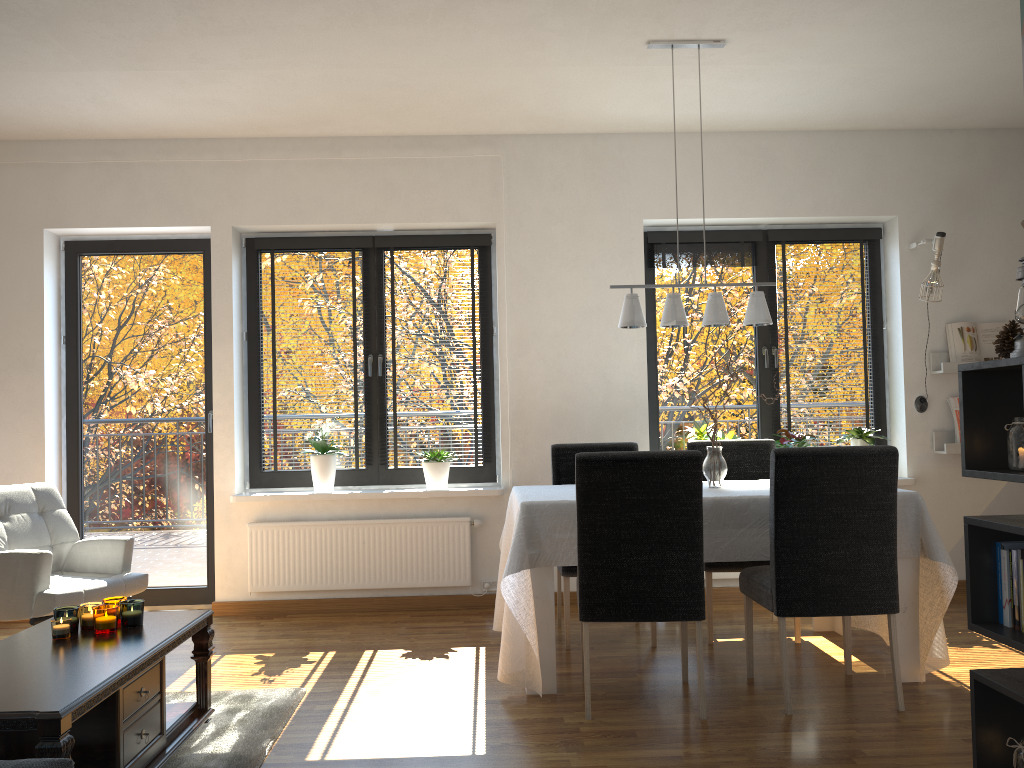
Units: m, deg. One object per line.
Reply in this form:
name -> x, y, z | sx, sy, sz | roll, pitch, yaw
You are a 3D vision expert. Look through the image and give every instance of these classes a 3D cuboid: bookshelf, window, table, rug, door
bookshelf -> 1.331, 0.518, 1.741 | 0.237, 1.200, 1.190 | -1, -2, -2
window -> -0.518, 2.564, 17.118 | 12.975, 18.362, 21.836 | -2, -2, 28
table -> -1.345, 1.004, 2.638 | 0.570, 0.409, 1.180 | -1, -3, -2
window -> 1.562, -0.199, 5.497 | 1.561, 1.587, 0.120 | -1, -2, -2
rug -> -1.329, 1.213, 2.719 | 1.052, 0.034, 1.814 | -1, -3, -3
door -> -2.229, 0.225, 5.364 | 0.976, 2.274, 0.120 | -1, -2, -2
table -> 0.833, 0.850, 3.987 | 1.856, 0.762, 1.236 | -1, -2, -1

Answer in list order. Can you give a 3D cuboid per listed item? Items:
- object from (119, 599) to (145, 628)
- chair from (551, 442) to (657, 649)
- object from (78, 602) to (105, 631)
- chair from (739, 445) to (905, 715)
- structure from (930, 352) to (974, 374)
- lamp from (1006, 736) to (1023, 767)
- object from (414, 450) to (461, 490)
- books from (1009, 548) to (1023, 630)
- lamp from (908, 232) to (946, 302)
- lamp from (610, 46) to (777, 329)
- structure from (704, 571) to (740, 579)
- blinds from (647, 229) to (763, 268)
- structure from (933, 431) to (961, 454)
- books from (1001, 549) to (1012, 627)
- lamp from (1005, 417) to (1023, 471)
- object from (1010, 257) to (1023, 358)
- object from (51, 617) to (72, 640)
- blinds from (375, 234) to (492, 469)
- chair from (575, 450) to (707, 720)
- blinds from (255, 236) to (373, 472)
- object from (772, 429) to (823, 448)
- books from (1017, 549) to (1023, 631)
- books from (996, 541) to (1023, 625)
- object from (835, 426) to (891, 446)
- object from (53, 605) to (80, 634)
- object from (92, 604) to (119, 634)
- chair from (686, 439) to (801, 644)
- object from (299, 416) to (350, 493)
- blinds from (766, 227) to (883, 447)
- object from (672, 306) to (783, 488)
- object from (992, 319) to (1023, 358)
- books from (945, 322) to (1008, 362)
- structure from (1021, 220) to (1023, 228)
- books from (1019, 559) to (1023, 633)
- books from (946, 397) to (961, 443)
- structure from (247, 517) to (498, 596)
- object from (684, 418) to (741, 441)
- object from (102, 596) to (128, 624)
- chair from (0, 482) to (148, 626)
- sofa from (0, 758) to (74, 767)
object -> -1.280, 0.773, 2.985 | 0.079, 0.081, 0.079 | -1, -2, -7
chair -> 0.452, 0.780, 4.433 | 0.461, 0.960, 0.545 | -1, -2, -2
object -> -1.401, 0.774, 2.955 | 0.079, 0.081, 0.079 | -1, -2, -7
chair -> 1.187, 0.719, 3.472 | 0.461, 0.960, 0.545 | -1, -2, -2
structure -> 2.804, -0.133, 5.251 | 0.594, 0.129, 0.147 | -1, -2, -2
lamp -> 1.302, 0.952, 2.207 | 0.106, 0.131, 0.098 | -2, -2, 12
object -> -0.444, 0.504, 5.251 | 0.267, 0.237, 0.284 | 0, -2, -20
books -> 1.328, 0.518, 2.244 | 0.123, 0.200, 0.032 | -1, -2, -2
lamp -> 2.445, -0.669, 5.192 | 0.131, 0.395, 0.312 | -1, -2, 3
lamp -> 0.812, -0.903, 4.036 | 0.760, 1.284, 0.131 | -1, -2, -2
structure -> 1.501, 0.965, 5.207 | 1.457, 0.459, 0.078 | -1, -2, -1
blinds -> 1.188, -0.832, 5.468 | 0.710, 0.229, 0.049 | -1, -2, -2
structure -> 2.815, 0.340, 5.237 | 0.594, 0.129, 0.147 | -1, -2, -2
books -> 1.325, 0.522, 2.273 | 0.126, 0.194, 0.025 | -1, -2, -2
lamp -> 1.286, 0.148, 2.205 | 0.098, 0.131, 0.106 | -2, -2, 11
object -> 1.294, -0.255, 2.153 | 0.163, 0.383, 0.154 | -2, -2, 14
object -> -1.436, 0.779, 2.825 | 0.060, 0.061, 0.060 | -1, -2, 3
blinds -> -0.464, -0.201, 5.395 | 0.710, 1.422, 0.049 | -1, -2, -2
chair -> 0.483, 0.734, 3.449 | 0.461, 0.960, 0.545 | -1, -2, 3
blinds -> -1.186, -0.185, 5.372 | 0.710, 1.422, 0.049 | -1, -2, -2
object -> 1.683, 0.420, 5.255 | 0.380, 0.308, 0.371 | 0, -3, -27
books -> 1.330, 0.515, 2.221 | 0.115, 0.203, 0.014 | -1, -2, -2
books -> 1.328, 0.515, 2.302 | 0.127, 0.209, 0.029 | -1, -2, -2
object -> 2.079, 0.410, 5.321 | 0.292, 0.315, 0.354 | -1, -2, -11
object -> -1.456, 0.773, 2.899 | 0.079, 0.081, 0.079 | -1, -2, -7
object -> -1.330, 0.770, 2.903 | 0.079, 0.081, 0.079 | -1, -2, -7
chair -> 1.156, 0.765, 4.456 | 0.461, 0.960, 0.545 | -1, -2, 3
object -> -1.095, 0.412, 5.180 | 0.286, 0.443, 0.340 | -1, -2, -14
blinds -> 1.948, -0.252, 5.474 | 0.710, 1.422, 0.049 | -1, -2, -2
object -> 0.922, 0.076, 3.985 | 0.403, 0.784, 0.615 | 0, -2, -27
object -> 1.264, -0.112, 2.245 | 0.078, 0.101, 0.086 | -2, -2, 12
books -> 2.789, -0.222, 5.273 | 0.364, 0.299, 0.109 | -1, -2, -2
structure -> 1.736, -0.651, 2.527 | 0.495, 0.775, 0.185 | -1, -2, -2
books -> 1.325, 0.525, 2.206 | 0.116, 0.181, 0.015 | -1, -2, -2
books -> 2.750, 0.232, 5.250 | 0.283, 0.330, 0.138 | -1, -2, -4
structure -> -0.792, 1.014, 5.132 | 1.457, 0.459, 0.078 | -1, -2, -3
object -> 1.198, 0.393, 5.268 | 0.333, 0.384, 0.299 | -2, -2, 13
object -> -1.364, 0.778, 3.048 | 0.079, 0.081, 0.079 | -1, -2, -7
chair -> -2.135, 0.887, 4.107 | 0.685, 0.831, 0.545 | -2, -2, 23
sofa -> -1.950, 0.785, 2.114 | 2.163, 0.847, 2.510 | -1, -3, -2
